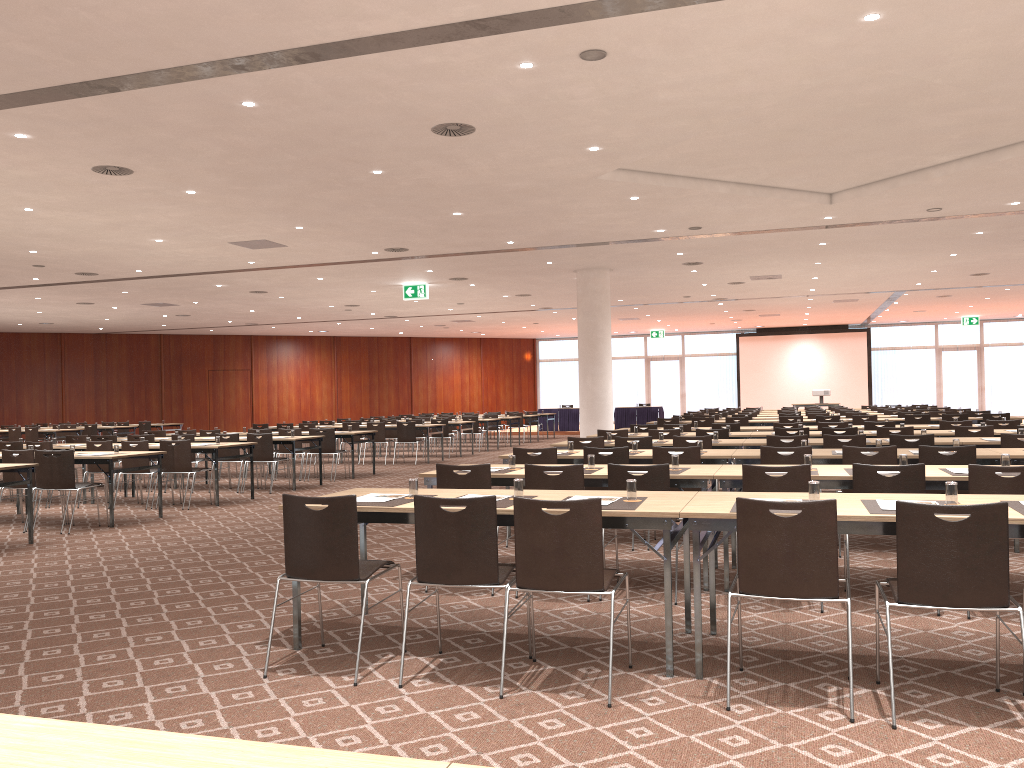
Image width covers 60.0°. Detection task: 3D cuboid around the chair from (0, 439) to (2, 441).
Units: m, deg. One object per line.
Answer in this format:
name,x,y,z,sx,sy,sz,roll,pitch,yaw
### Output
chair,-14.849,1.655,25.566,0.536,0.939,0.614,-1,0,17

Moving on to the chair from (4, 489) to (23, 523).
chair,-6.402,1.253,10.771,0.536,0.939,0.614,-1,0,17

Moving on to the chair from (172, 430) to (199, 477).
chair,-6.097,1.334,16.920,0.535,0.939,0.614,-1,0,17

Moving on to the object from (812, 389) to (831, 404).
object,10.395,0.424,29.795,0.576,0.472,0.614,-1,-1,17

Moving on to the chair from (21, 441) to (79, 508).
chair,-6.724,1.290,12.846,0.536,0.939,0.614,-1,0,18

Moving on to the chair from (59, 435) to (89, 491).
chair,-7.328,1.337,15.210,0.535,0.939,0.614,-1,0,16

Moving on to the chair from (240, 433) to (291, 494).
chair,-3.937,1.246,14.144,0.535,0.939,0.614,-1,0,17

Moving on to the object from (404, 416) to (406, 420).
object,-2.934,0.945,24.366,0.054,0.114,0.054,-1,0,-16

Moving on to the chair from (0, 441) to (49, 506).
chair,-7.328,1.308,13.159,0.535,0.939,0.614,-1,0,16

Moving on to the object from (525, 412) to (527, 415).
object,0.423,0.914,27.505,0.054,0.114,0.054,-1,0,6

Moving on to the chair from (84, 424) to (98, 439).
chair,-11.442,1.561,24.366,0.535,0.939,0.614,-1,0,19

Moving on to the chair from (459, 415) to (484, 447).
chair,-1.165,1.342,25.328,0.536,0.939,0.614,-1,0,20

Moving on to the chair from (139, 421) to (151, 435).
chair,-10.808,1.576,26.392,0.536,0.939,0.614,-1,0,18

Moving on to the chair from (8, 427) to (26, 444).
chair,-12.620,1.565,22.769,0.536,0.939,0.614,-1,0,20

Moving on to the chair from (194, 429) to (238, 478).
chair,-5.576,1.319,16.679,0.536,0.939,0.614,-1,0,18

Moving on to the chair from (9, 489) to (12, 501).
chair,-7.984,1.325,13.320,0.536,0.939,0.613,-1,0,20

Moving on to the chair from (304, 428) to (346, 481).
chair,-3.375,1.259,15.987,0.536,0.939,0.614,-1,0,15

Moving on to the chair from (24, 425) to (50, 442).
chair,-13.498,1.619,25.141,0.536,0.939,0.614,-1,0,19

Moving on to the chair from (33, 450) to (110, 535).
chair,-5.096,1.216,10.238,0.536,0.939,0.614,-1,0,18

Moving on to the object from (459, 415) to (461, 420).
object,-1.406,0.903,23.879,0.054,0.114,0.054,-1,0,6

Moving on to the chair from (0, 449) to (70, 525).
chair,-5.698,1.233,10.505,0.535,0.939,0.614,-1,0,16

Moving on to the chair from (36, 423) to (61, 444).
chair,-14.321,1.668,27.291,0.535,0.939,0.614,-1,0,19

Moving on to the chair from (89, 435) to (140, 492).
chair,-6.694,1.319,14.934,0.535,0.939,0.614,-1,0,20

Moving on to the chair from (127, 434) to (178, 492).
chair,-6.035,1.303,14.849,0.536,0.939,0.613,-1,0,20

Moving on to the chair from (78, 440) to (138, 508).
chair,-5.747,1.265,12.617,0.535,0.939,0.614,-1,0,15

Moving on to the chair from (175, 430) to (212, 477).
chair,-6.129,1.335,16.930,0.536,0.939,0.614,-1,0,17

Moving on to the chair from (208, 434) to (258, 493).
chair,-4.518,1.262,14.372,0.535,0.939,0.614,-1,0,15

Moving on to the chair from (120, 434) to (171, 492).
chair,-6.155,1.306,14.886,0.535,0.939,0.614,-1,0,17

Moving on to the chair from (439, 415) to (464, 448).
chair,-1.742,1.359,25.571,0.536,0.939,0.614,-1,0,18

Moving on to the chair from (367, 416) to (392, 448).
chair,-3.923,1.418,26.257,0.535,0.939,0.614,-1,0,15

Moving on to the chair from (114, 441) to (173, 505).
chair,-5.135,1.247,12.347,0.535,0.939,0.614,-1,0,15

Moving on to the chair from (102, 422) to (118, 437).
chair,-12.080,1.610,26.792,0.536,0.939,0.614,-1,0,17

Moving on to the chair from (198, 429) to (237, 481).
chair,-5.575,1.319,16.678,0.535,0.939,0.614,-1,0,15

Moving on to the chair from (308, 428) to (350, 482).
chair,-3.299,1.257,15.963,0.535,0.939,0.614,-1,0,17

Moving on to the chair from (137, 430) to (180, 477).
chair,-6.817,1.352,17.069,0.536,0.939,0.614,-1,0,20

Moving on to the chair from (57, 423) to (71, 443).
chair,-13.631,1.652,27.280,0.535,0.939,0.614,-1,0,15

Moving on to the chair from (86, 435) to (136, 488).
chair,-6.797,1.322,14.966,0.536,0.939,0.614,-1,0,18

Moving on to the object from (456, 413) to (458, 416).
object,-1.743,0.973,28.192,0.054,0.114,0.054,-1,0,-16

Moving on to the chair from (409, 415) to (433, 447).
chair,-2.653,1.383,25.795,0.535,0.939,0.614,-1,0,14

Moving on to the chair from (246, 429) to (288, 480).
chair,-4.558,1.293,16.481,0.535,0.939,0.614,-1,0,17

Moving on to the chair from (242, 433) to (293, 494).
chair,-3.895,1.244,14.131,0.536,0.939,0.614,-1,0,20

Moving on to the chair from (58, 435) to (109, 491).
chair,-7.345,1.338,15.216,0.536,0.939,0.614,-1,0,16

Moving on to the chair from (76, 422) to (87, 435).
chair,-12.944,1.632,26.934,0.536,0.939,0.614,-1,0,18

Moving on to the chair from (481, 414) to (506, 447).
chair,-0.534,1.324,25.044,0.536,0.939,0.614,-1,0,19

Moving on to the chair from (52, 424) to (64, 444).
chair,-12.567,1.593,24.849,0.536,0.939,0.614,-1,0,18

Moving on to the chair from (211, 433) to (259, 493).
chair,-4.513,1.262,14.370,0.536,0.939,0.614,-1,0,17

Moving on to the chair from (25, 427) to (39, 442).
chair,-12.018,1.547,22.450,0.536,0.939,0.614,-1,0,20

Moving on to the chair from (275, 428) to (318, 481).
chair,-3.949,1.276,16.245,0.536,0.939,0.614,-1,0,18

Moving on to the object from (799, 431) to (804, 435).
object,3.375,0.602,10.333,0.054,0.114,0.054,-1,0,6

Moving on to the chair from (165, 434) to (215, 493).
chair,-5.255,1.280,14.481,0.536,0.939,0.614,-1,0,17

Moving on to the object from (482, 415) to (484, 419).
object,-0.768,0.886,23.684,0.054,0.114,0.054,-1,0,6

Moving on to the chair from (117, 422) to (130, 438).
chair,-11.485,1.592,26.476,0.535,0.939,0.613,-1,0,19

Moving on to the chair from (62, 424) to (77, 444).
chair,-12.073,1.577,24.488,0.536,0.939,0.614,-1,0,18

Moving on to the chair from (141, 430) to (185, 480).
chair,-6.706,1.349,17.034,0.536,0.939,0.614,-1,0,19

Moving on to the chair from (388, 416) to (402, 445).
chair,-3.358,1.401,25.932,0.536,0.939,0.613,-1,0,20

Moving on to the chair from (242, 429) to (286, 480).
chair,-4.621,1.295,16.501,0.536,0.939,0.614,-1,0,20

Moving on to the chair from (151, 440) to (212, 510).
chair,-4.587,1.234,12.297,0.535,0.939,0.614,-1,0,19

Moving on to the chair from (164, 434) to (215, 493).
chair,-5.264,1.280,14.484,0.535,0.939,0.614,-1,0,20

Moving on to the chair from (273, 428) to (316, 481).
chair,-3.996,1.277,16.259,0.535,0.939,0.614,-1,0,15

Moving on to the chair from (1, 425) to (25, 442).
chair,-14.225,1.636,25.241,0.535,0.939,0.614,-1,0,15
